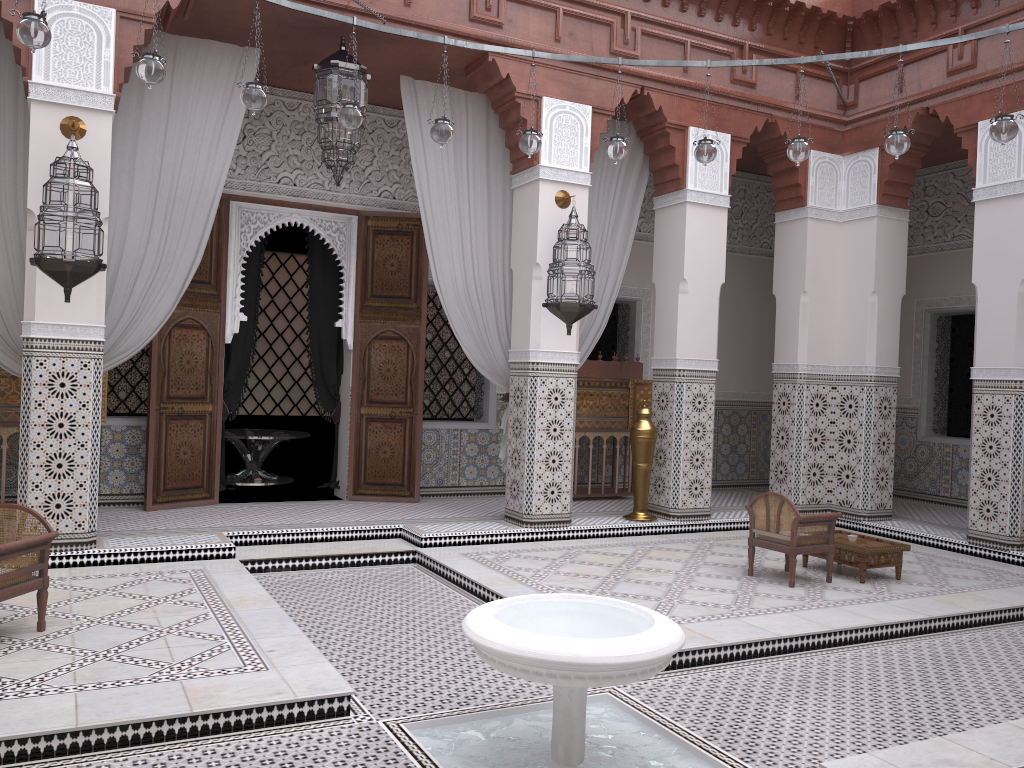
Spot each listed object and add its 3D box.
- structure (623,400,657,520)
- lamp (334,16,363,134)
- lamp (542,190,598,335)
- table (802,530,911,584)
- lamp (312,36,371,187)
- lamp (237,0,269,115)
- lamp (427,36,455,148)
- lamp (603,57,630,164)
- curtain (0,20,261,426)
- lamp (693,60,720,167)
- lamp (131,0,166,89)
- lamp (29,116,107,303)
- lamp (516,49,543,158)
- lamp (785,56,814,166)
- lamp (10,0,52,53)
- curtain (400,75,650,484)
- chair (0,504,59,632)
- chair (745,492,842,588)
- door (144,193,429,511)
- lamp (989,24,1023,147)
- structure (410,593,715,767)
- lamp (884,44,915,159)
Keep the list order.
[{"bbox_3d":[0.594,0.341,4.037,0.156,0.539,0.156,2,0,-21],"label":"structure"},{"bbox_3d":[-0.518,-0.988,2.847,0.090,0.371,0.091,2,0,8],"label":"lamp"},{"bbox_3d":[0.245,-0.508,3.629,0.216,0.618,0.217,2,0,-27],"label":"lamp"},{"bbox_3d":[1.257,0.632,3.286,0.229,0.142,0.330,2,0,-27],"label":"table"},{"bbox_3d":[-0.656,-1.040,3.386,0.221,0.571,0.220,2,0,-27],"label":"lamp"},{"bbox_3d":[-0.777,-0.997,2.682,0.090,0.371,0.091,2,0,18],"label":"lamp"},{"bbox_3d":[-0.232,-0.978,2.981,0.090,0.371,0.091,2,0,28],"label":"lamp"},{"bbox_3d":[0.371,-0.955,3.113,0.091,0.371,0.090,2,0,-42],"label":"lamp"},{"bbox_3d":[-1.586,-0.429,3.129,1.304,1.761,0.048,2,0,-27],"label":"curtain"},{"bbox_3d":[0.683,-0.943,3.104,0.091,0.371,0.090,2,0,-27],"label":"lamp"},{"bbox_3d":[-1.002,-1.004,2.464,0.090,0.371,0.091,2,0,8],"label":"lamp"},{"bbox_3d":[-1.392,-0.566,2.797,0.216,0.618,0.217,2,0,-27],"label":"lamp"},{"bbox_3d":[0.067,-0.967,3.073,0.090,0.371,0.091,2,0,38],"label":"lamp"},{"bbox_3d":[0.987,-0.931,3.037,0.091,0.371,0.090,2,0,-27],"label":"lamp"},{"bbox_3d":[-1.193,-1.010,2.213,0.090,0.371,0.091,2,0,-12],"label":"lamp"},{"bbox_3d":[0.079,-0.370,3.954,1.304,1.761,0.048,2,0,-27],"label":"curtain"},{"bbox_3d":[-1.271,0.456,2.124,0.263,0.313,0.208,2,0,9],"label":"chair"},{"bbox_3d":[0.989,0.537,3.142,0.208,0.313,0.263,2,0,-31],"label":"chair"},{"bbox_3d":[-1.060,-0.180,4.193,1.244,1.461,0.419,2,0,-27],"label":"door"},{"bbox_3d":[1.511,-0.909,2.710,0.091,0.371,0.090,2,0,-2],"label":"lamp"},{"bbox_3d":[0.121,0.609,1.736,0.528,0.310,0.501,2,0,-27],"label":"structure"},{"bbox_3d":[1.268,-0.919,2.902,0.091,0.371,0.090,2,0,-12],"label":"lamp"}]
